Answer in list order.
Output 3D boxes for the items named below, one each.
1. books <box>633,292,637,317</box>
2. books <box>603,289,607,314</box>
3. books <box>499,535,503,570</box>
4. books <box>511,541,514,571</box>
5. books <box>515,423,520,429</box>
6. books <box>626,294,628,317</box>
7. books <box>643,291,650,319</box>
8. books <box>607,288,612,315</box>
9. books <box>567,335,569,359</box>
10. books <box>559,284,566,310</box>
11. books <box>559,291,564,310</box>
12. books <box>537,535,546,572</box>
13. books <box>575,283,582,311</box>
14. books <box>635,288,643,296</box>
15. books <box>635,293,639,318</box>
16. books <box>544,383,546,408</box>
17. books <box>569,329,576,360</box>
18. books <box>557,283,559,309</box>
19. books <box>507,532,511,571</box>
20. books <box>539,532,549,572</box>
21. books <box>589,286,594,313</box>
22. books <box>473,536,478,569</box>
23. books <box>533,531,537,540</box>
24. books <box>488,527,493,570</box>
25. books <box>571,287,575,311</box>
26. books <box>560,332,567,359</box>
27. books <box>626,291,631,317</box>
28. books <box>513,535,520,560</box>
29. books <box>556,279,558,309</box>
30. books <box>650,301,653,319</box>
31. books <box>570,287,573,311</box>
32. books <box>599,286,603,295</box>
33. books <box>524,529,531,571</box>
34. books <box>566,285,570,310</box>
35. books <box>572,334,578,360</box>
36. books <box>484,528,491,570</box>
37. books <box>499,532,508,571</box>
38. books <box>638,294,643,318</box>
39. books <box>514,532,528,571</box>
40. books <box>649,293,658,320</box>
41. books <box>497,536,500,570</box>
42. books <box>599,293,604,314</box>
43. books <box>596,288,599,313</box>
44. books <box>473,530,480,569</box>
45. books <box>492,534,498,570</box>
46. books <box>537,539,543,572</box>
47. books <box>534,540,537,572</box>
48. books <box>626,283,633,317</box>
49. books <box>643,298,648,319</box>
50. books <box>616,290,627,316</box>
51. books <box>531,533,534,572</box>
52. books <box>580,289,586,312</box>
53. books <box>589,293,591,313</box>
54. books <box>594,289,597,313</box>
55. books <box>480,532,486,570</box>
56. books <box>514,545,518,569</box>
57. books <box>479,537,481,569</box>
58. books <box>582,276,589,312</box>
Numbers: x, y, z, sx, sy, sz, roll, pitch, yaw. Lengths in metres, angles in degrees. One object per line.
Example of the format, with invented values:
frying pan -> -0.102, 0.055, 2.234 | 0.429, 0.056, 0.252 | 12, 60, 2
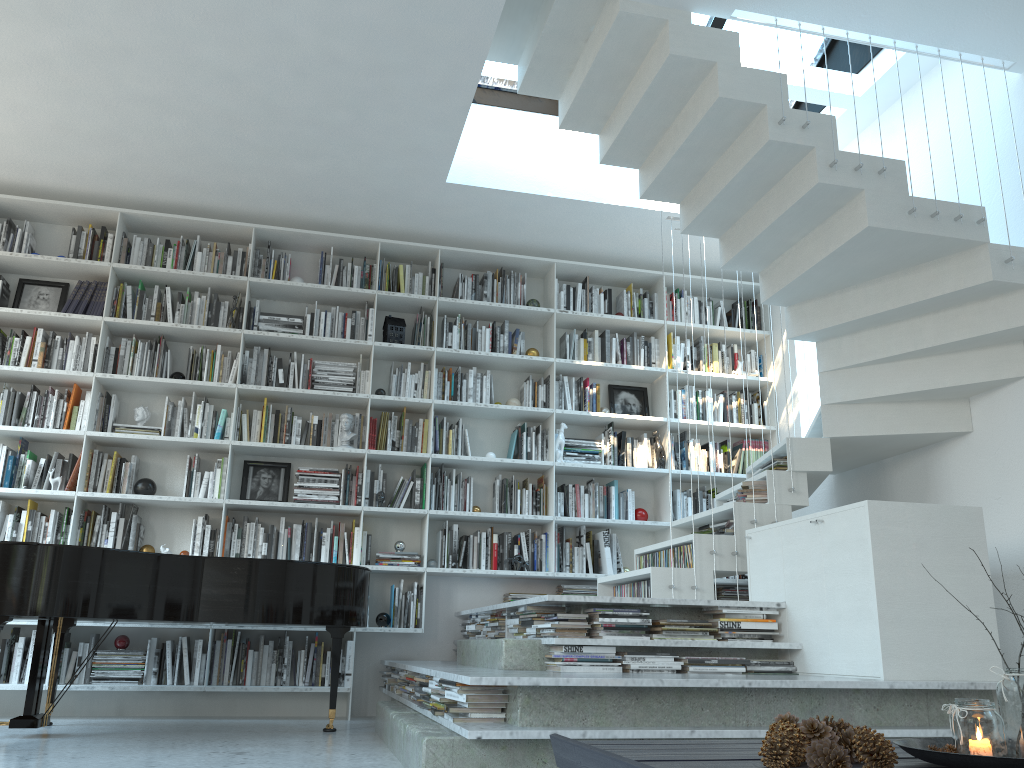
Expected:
books -> 0.898, -0.541, 6.647 | 0.031, 0.248, 0.165 | 5, -17, -12
books -> 0.680, -0.557, 6.616 | 0.012, 0.253, 0.161 | 5, -16, -12
books -> -0.087, 1.146, 5.951 | 0.021, 0.242, 0.131 | 5, -16, -12
books -> -0.015, 1.165, 5.955 | 0.022, 0.210, 0.136 | 5, -16, -12
books -> 0.041, 0.431, 6.187 | 0.016, 0.289, 0.135 | 5, -16, -12
books -> 0.828, -0.535, 6.624 | 0.008, 0.220, 0.183 | 5, -17, -12
books -> 1.002, -0.542, 6.692 | 0.025, 0.278, 0.136 | 5, -16, -12
books -> 0.704, -0.561, 6.609 | 0.030, 0.257, 0.165 | 5, -16, -12
books -> 0.386, -0.224, 6.440 | 0.013, 0.236, 0.142 | 5, -16, -12
books -> 0.364, -0.588, 6.528 | 0.025, 0.250, 0.178 | 5, -17, -12
books -> 0.343, -0.560, 6.503 | 0.022, 0.182, 0.190 | 5, -17, -12
books -> 0.194, 1.157, 5.998 | 0.026, 0.257, 0.157 | 5, -16, -12
books -> 0.475, -0.590, 6.560 | 0.048, 0.277, 0.150 | 5, -16, -12
books -> 0.954, -0.557, 6.680 | 0.020, 0.298, 0.131 | 5, -16, -12
books -> 0.918, -0.539, 6.668 | 0.017, 0.256, 0.147 | 5, -16, -12
books -> 0.216, 0.123, 6.307 | 0.013, 0.220, 0.156 | 5, -17, -12
books -> 0.418, -0.243, 6.453 | 0.051, 0.281, 0.167 | 5, -16, -12
books -> 0.319, -0.593, 6.537 | 0.014, 0.263, 0.140 | 5, -16, -12
books -> -0.037, 1.138, 5.956 | 0.026, 0.262, 0.170 | 5, -16, -12
books -> 0.219, 1.152, 6.006 | 0.025, 0.271, 0.171 | 5, -16, -12
books -> 0.578, -0.576, 6.575 | 0.014, 0.261, 0.168 | 5, -16, -12
books -> -0.259, 1.136, 5.904 | 0.024, 0.227, 0.160 | 5, -17, -12
books -> 0.146, 1.148, 6.014 | 0.012, 0.281, 0.144 | 5, -16, -12
books -> -0.151, 1.109, 5.920 | 0.012, 0.292, 0.175 | 5, -16, -12
books -> 0.434, -0.575, 6.564 | 0.027, 0.249, 0.140 | 5, -16, -12
books -> 0.373, -0.233, 6.442 | 0.012, 0.253, 0.161 | 5, -16, -12
books -> 0.846, -0.547, 6.638 | 0.016, 0.251, 0.189 | 5, -17, -12
books -> 0.027, 1.149, 5.966 | 0.012, 0.248, 0.165 | 5, -16, -12
books -> 0.301, -0.612, 6.528 | 0.028, 0.293, 0.150 | 5, -16, -12
books -> 1.028, -0.506, 6.694 | 0.031, 0.210, 0.132 | 5, -16, -12
books -> 0.413, -0.573, 6.539 | 0.024, 0.230, 0.169 | 5, -17, -12
books -> 0.651, -0.571, 6.616 | 0.012, 0.278, 0.153 | 5, -16, -12
books -> 0.104, 1.135, 5.993 | 0.013, 0.293, 0.135 | 5, -16, -12
books -> 0.390, -0.583, 6.528 | 0.026, 0.241, 0.185 | 5, -17, -12
books -> 0.453, -0.223, 6.465 | 0.026, 0.250, 0.131 | 5, -16, -12
books -> -0.168, 1.118, 5.937 | 0.012, 0.284, 0.160 | 5, -16, -12
books -> -0.061, 1.134, 5.943 | 0.026, 0.261, 0.174 | 5, -17, -12
books -> 0.940, -0.533, 6.649 | 0.018, 0.234, 0.187 | 5, -17, -12
books -> 0.066, 1.142, 5.971 | 0.070, 0.265, 0.186 | 5, -17, -12
books -> 1.061, -0.534, 6.687 | 0.026, 0.262, 0.163 | 5, -16, -12
books -> -0.108, 1.145, 5.939 | 0.025, 0.237, 0.157 | 5, -16, -12
books -> 0.639, -0.543, 6.577 | 0.024, 0.201, 0.190 | 5, -17, -12
books -> 0.614, -0.566, 6.592 | 0.021, 0.253, 0.152 | 5, -16, -12
books -> -0.240, 1.118, 5.911 | 0.014, 0.267, 0.172 | 5, -16, -12
books -> -0.131, 1.135, 5.921 | 0.031, 0.243, 0.185 | 5, -17, -12
books -> 0.171, 1.167, 5.982 | 0.025, 0.227, 0.176 | 5, -17, -12
books -> 0.139, 1.170, 5.979 | 0.013, 0.219, 0.169 | 5, -17, -12
books -> 0.875, -0.578, 6.653 | 0.007, 0.319, 0.166 | 5, -16, -12
books -> 0.980, -0.516, 6.660 | 0.029, 0.209, 0.170 | 5, -17, -12
books -> 0.816, -0.554, 6.623 | 0.019, 0.255, 0.169 | 5, -17, -12
books -> 0.120, 1.151, 5.993 | 0.021, 0.264, 0.150 | 5, -16, -12
books -> 0.512, -0.564, 6.564 | 0.030, 0.230, 0.148 | 5, -16, -12
books -> 0.552, -0.552, 6.584 | 0.030, 0.220, 0.133 | 5, -16, -12
books -> 0.595, -0.561, 6.577 | 0.022, 0.235, 0.172 | 5, -17, -12
books -> -0.206, 1.125, 5.906 | 0.025, 0.251, 0.182 | 5, -17, -12
books -> 0.009, 1.179, 5.950 | 0.025, 0.180, 0.169 | 5, -17, -12
books -> -0.228, 1.143, 5.913 | 0.012, 0.220, 0.153 | 5, -17, -12
books -> 0.537, -0.614, 6.572 | 0.014, 0.331, 0.181 | 5, -16, -12
